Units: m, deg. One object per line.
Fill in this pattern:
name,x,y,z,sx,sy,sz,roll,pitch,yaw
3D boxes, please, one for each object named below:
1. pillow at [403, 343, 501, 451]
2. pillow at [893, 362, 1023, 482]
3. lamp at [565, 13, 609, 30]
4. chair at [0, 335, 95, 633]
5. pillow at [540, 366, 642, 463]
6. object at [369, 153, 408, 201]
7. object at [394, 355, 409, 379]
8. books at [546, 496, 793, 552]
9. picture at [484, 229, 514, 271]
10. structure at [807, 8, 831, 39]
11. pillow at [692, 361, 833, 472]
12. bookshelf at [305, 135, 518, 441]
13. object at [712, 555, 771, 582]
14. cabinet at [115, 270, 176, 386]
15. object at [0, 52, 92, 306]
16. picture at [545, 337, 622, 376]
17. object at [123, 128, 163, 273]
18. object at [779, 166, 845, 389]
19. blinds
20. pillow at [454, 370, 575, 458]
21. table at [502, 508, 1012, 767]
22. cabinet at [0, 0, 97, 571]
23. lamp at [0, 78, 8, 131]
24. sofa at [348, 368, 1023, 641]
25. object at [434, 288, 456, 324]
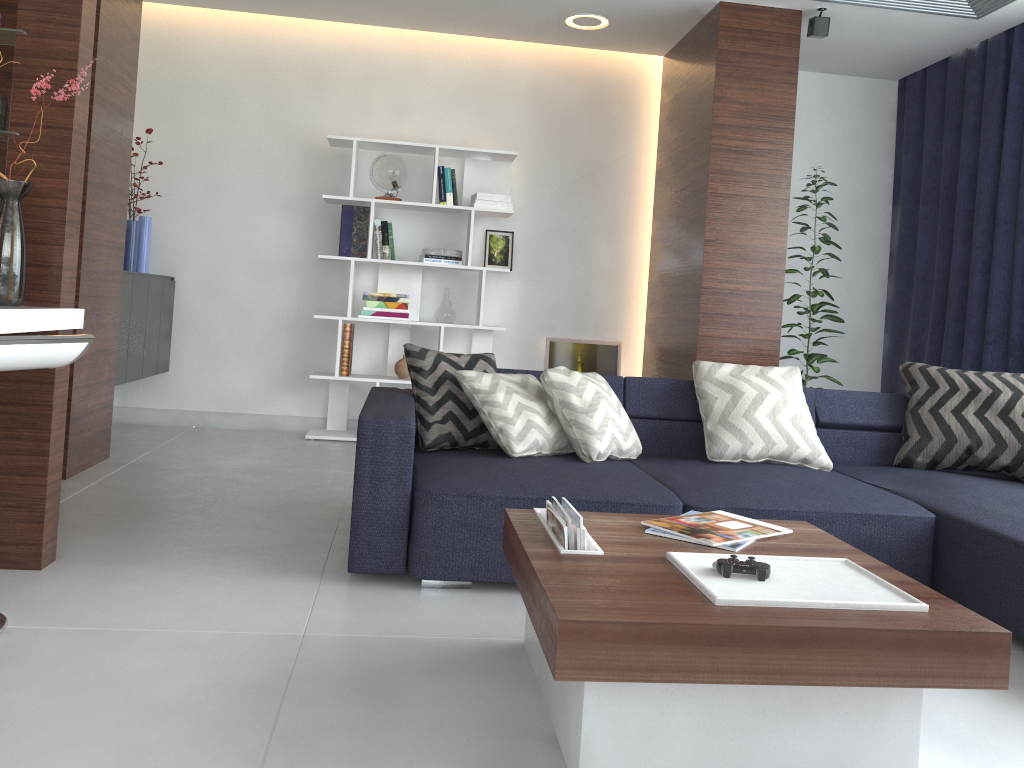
pillow,-0.201,0.050,3.384,0.414,0.385,0.222,2,2,-37
pillow,1.899,0.192,3.623,0.599,0.518,0.355,5,1,24
lamp,-2.564,-1.998,1.714,9.567,0.084,5.369,2,5,-21
chair,-1.324,0.225,2.044,0.464,0.709,0.396,4,1,11
pillow,0.308,0.114,3.372,0.281,0.351,0.417,5,3,36
object,-0.756,-1.222,5.401,0.235,0.383,0.220,4,1,13
object,-0.667,-0.106,5.437,0.111,0.147,0.123,4,2,-10
books,-3.003,0.339,0.336,8.219,0.372,0.407,2,3,-28
picture,-0.084,-0.856,5.651,0.182,0.256,0.059,4,0,-7
structure,1.633,-1.913,4.701,0.084,0.142,0.114,4,1,-2
pillow,0.979,0.119,3.514,0.494,0.388,0.343,4,2,-7
bookshelf,-0.612,-0.554,5.459,1.149,1.819,0.300,4,0,-7
object,0.459,0.362,1.760,0.112,0.036,0.071,4,4,6
cabinet,-2.215,-0.329,4.846,0.398,0.583,1.135,4,3,-7
object,-1.343,-0.576,2.377,0.387,0.734,0.198,4,0,-26
picture,0.451,0.061,5.706,0.500,0.699,0.083,4,0,-7
object,-2.254,-1.088,5.243,0.270,0.861,0.271,4,0,7
object,1.778,-0.388,5.283,0.481,1.845,0.504,4,0,-38
blinds,0.313,-0.707,2.207,5.795,2.769,7.158,4,4,-3
pillow,0.030,0.108,3.312,0.415,0.294,0.331,1,4,-45
table,0.414,0.536,1.885,0.799,0.352,0.808,3,4,-7
cabinet,-1.452,-0.622,1.000,0.785,2.548,3.345,4,3,-7
lamp,-1.554,-0.838,2.584,0.153,0.210,0.077,4,0,5
sofa,0.944,0.368,2.846,2.870,0.607,1.906,3,4,-7
object,-0.408,-0.483,5.445,0.132,0.219,0.132,4,1,-1
